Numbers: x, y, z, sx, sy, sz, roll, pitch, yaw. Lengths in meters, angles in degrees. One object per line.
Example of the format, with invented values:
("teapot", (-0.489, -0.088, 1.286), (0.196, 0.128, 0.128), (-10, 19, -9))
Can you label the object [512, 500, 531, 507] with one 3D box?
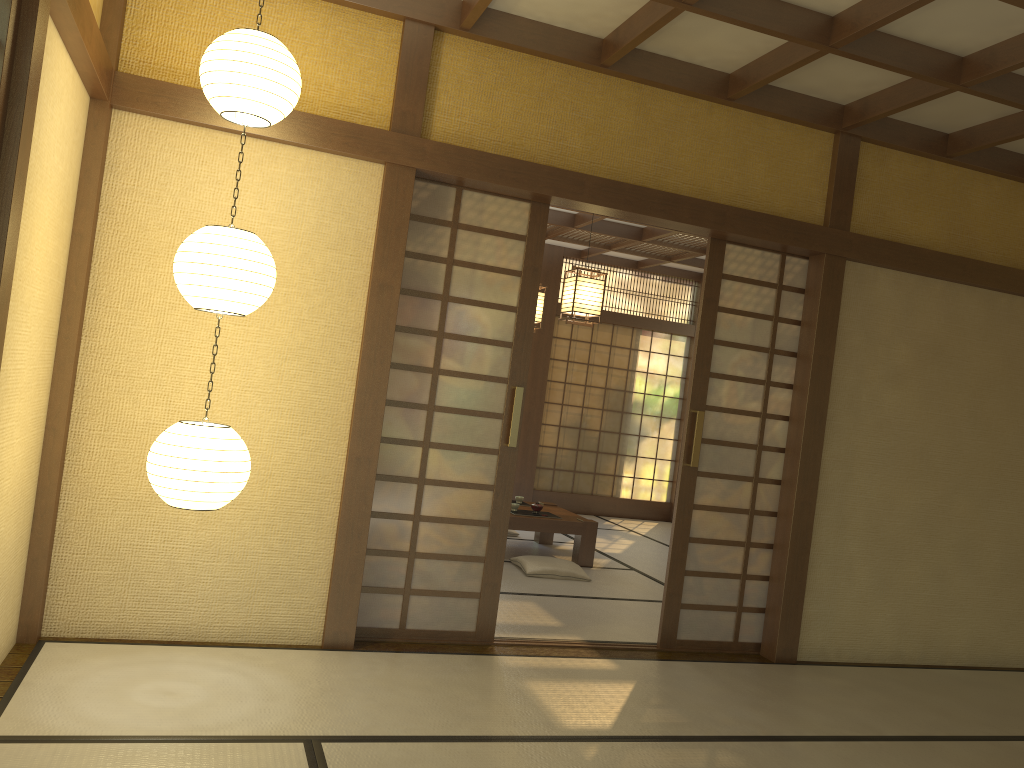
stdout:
("object", (-0.056, 0.998, 7.499), (0.400, 0.007, 0.300), (8, -1, -18))

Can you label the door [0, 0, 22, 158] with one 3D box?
("door", (-1.010, 0.011, 0.975), (0.140, 2.230, 2.890), (8, -1, -18))

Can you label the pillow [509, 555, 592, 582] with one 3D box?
("pillow", (0.274, 1.335, 6.474), (0.486, 0.107, 0.496), (8, -1, -15))

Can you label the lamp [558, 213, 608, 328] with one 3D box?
("lamp", (0.537, -0.962, 6.152), (0.240, 1.129, 0.240), (8, -1, -18))

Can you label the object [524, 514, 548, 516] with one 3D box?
("object", (0.184, 1.012, 6.858), (0.200, 0.008, 0.008), (8, -1, -20))

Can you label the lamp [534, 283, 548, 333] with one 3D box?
("lamp", (0.169, -0.993, 7.257), (0.240, 1.129, 0.240), (8, -1, -18))

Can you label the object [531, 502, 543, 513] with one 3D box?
("object", (0.196, 0.976, 6.997), (0.100, 0.080, 0.100), (8, -1, -18))

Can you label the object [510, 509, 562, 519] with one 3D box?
("object", (0.156, 1.018, 6.972), (0.400, 0.007, 0.300), (8, -1, -18))

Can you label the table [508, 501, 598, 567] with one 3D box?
("table", (0.023, 1.174, 7.209), (1.000, 0.350, 1.000), (8, -1, -18))

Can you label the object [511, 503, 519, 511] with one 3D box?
("object", (0.020, 0.971, 6.991), (0.074, 0.052, 0.073), (7, -1, 25))

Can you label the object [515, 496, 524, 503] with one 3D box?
("object", (0.063, 0.984, 7.540), (0.074, 0.052, 0.073), (7, -1, 25))

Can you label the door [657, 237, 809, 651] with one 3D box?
("door", (1.513, 0.372, 4.954), (1.230, 2.265, 0.076), (8, -1, -18))

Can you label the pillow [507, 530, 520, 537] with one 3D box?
("pillow", (-0.244, 1.292, 8.028), (0.496, 0.107, 0.486), (8, -1, -25))

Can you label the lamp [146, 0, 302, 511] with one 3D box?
("lamp", (-1.014, -0.691, 3.256), (0.363, 2.297, 0.363), (8, -1, -18))

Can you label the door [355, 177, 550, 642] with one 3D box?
("door", (-0.523, 0.100, 4.268), (1.230, 2.265, 0.076), (8, -1, -18))
